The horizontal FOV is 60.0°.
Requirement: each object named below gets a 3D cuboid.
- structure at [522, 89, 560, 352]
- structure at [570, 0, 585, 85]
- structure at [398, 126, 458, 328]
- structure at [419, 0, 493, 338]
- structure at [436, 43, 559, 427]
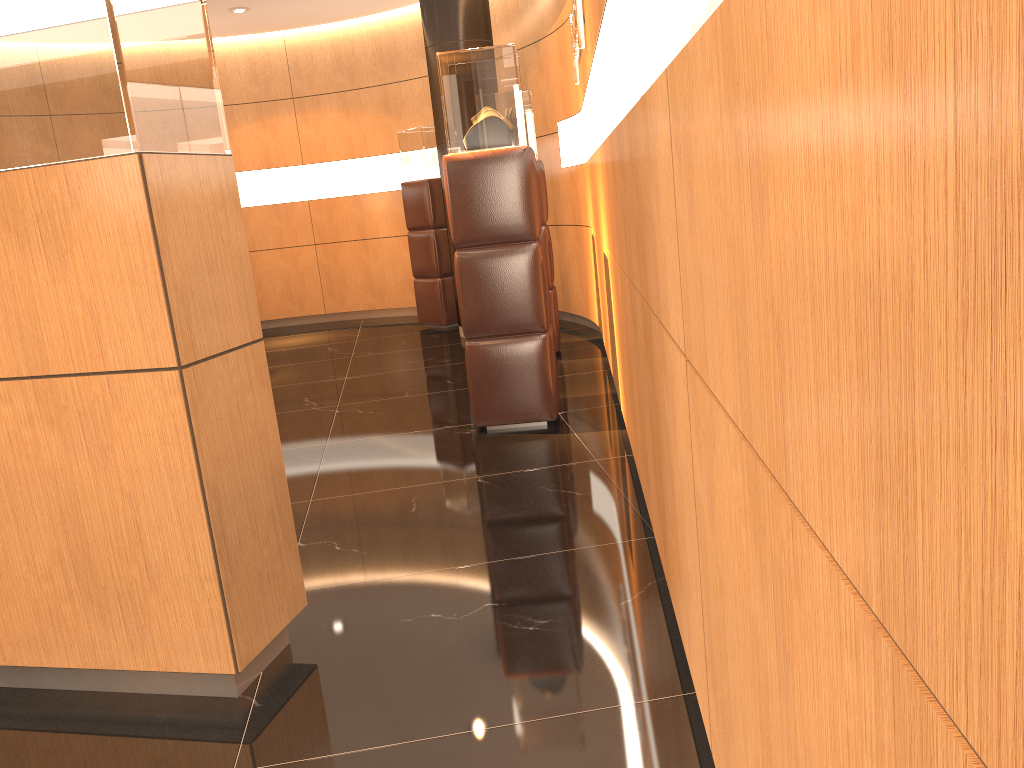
[{"bbox_3d":[0.050,-1.213,6.909,0.498,2.000,0.484,-5,12,4],"label":"structure"},{"bbox_3d":[0.404,-2.223,5.572,0.034,0.442,2.050,-5,12,4],"label":"structure"},{"bbox_3d":[-0.771,-1.597,9.126,0.484,2.000,0.498,-16,16,-40],"label":"structure"},{"bbox_3d":[-0.380,-2.166,8.148,0.613,3.430,0.613,-4,12,9],"label":"structure"},{"bbox_3d":[-0.070,-0.782,4.875,0.498,1.968,0.484,-5,12,4],"label":"structure"}]
